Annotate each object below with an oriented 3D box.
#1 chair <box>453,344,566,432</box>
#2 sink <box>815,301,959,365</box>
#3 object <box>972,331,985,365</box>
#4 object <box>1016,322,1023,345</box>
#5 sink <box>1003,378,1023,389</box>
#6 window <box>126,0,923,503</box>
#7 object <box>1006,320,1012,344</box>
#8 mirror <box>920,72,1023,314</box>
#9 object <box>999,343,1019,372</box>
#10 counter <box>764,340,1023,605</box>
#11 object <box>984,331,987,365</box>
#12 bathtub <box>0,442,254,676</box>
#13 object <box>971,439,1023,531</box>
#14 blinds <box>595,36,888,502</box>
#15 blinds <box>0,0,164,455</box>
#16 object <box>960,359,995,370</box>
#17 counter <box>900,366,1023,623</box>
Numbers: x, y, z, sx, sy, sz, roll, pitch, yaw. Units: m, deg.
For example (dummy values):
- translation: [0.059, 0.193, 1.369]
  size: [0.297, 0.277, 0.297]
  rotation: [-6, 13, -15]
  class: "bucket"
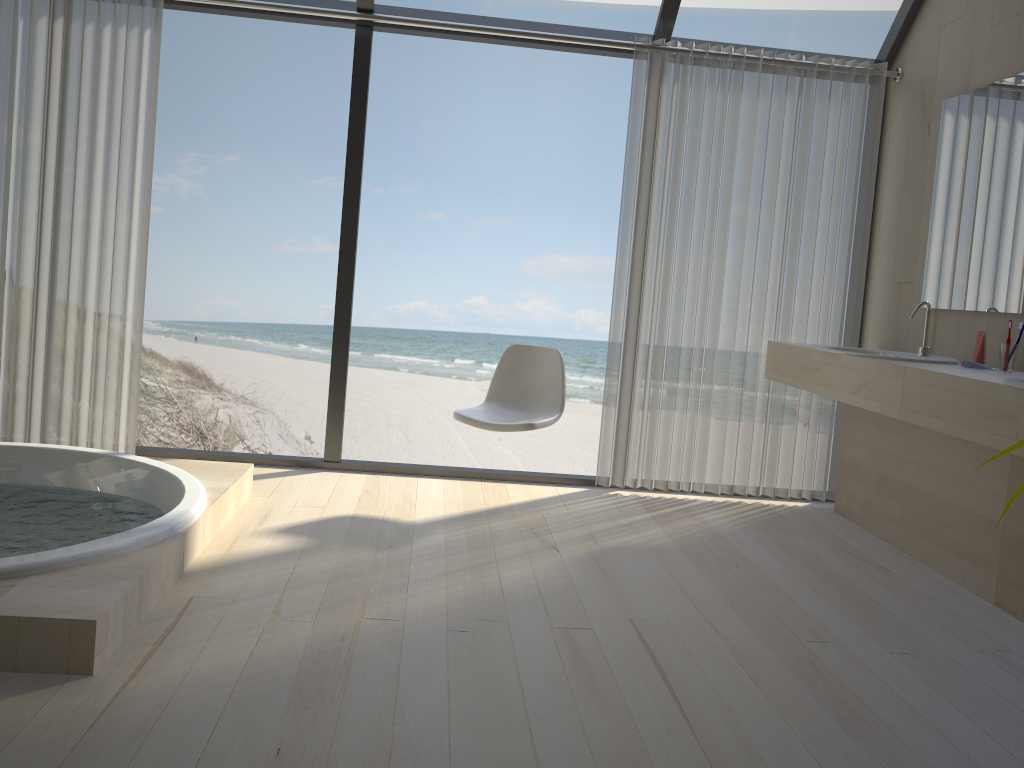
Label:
- translation: [0.012, 0.016, 3.726]
  size: [0.370, 0.346, 0.455]
  rotation: [7, 5, 23]
  class: "chair"
- translation: [1.459, -0.128, 3.461]
  size: [0.504, 0.418, 0.576]
  rotation: [5, 5, -2]
  class: "sink"
- translation: [1.654, -0.120, 3.133]
  size: [0.039, 0.134, 0.039]
  rotation: [8, 4, 43]
  class: "object"
- translation: [1.725, -0.128, 3.041]
  size: [0.054, 0.174, 0.012]
  rotation: [6, 3, 20]
  class: "object"
- translation: [1.557, 0.014, 2.260]
  size: [0.504, 0.418, 0.576]
  rotation: [5, 5, -2]
  class: "sink"
- translation: [-0.503, -0.947, 3.786]
  size: [4.558, 2.805, 0.748]
  rotation: [4, 3, -5]
  class: "window"
- translation: [1.694, -0.130, 3.022]
  size: [0.012, 0.177, 0.050]
  rotation: [7, 4, 34]
  class: "object"
- translation: [1.805, -0.715, 3.404]
  size: [0.023, 0.865, 0.656]
  rotation: [5, 4, -5]
  class: "mirror"
- translation: [1.707, -0.089, 3.049]
  size: [0.058, 0.100, 0.058]
  rotation: [5, 4, 2]
  class: "object"
- translation: [1.468, 0.283, 3.520]
  size: [0.550, 0.788, 1.211]
  rotation: [4, 5, -5]
  class: "counter"
- translation: [1.712, -0.126, 3.231]
  size: [0.039, 0.134, 0.039]
  rotation: [8, 4, 43]
  class: "object"
- translation: [-1.884, 0.422, 2.677]
  size: [1.820, 0.696, 1.655]
  rotation: [4, 6, -5]
  class: "bathtub"
- translation: [0.759, 0.352, 0.521]
  size: [0.919, 1.153, 0.751]
  rotation: [7, 5, 28]
  class: "object"
- translation: [1.060, -0.511, 4.135]
  size: [1.182, 2.064, 0.084]
  rotation: [4, 3, -5]
  class: "blinds"
- translation: [-2.172, -0.751, 3.855]
  size: [1.182, 2.064, 0.084]
  rotation: [4, 3, -5]
  class: "blinds"
- translation: [1.611, -0.067, 3.064]
  size: [0.105, 0.029, 0.032]
  rotation: [9, 6, 35]
  class: "object"
- translation: [1.567, 0.425, 2.320]
  size: [0.550, 0.788, 1.211]
  rotation: [4, 5, -5]
  class: "counter"
